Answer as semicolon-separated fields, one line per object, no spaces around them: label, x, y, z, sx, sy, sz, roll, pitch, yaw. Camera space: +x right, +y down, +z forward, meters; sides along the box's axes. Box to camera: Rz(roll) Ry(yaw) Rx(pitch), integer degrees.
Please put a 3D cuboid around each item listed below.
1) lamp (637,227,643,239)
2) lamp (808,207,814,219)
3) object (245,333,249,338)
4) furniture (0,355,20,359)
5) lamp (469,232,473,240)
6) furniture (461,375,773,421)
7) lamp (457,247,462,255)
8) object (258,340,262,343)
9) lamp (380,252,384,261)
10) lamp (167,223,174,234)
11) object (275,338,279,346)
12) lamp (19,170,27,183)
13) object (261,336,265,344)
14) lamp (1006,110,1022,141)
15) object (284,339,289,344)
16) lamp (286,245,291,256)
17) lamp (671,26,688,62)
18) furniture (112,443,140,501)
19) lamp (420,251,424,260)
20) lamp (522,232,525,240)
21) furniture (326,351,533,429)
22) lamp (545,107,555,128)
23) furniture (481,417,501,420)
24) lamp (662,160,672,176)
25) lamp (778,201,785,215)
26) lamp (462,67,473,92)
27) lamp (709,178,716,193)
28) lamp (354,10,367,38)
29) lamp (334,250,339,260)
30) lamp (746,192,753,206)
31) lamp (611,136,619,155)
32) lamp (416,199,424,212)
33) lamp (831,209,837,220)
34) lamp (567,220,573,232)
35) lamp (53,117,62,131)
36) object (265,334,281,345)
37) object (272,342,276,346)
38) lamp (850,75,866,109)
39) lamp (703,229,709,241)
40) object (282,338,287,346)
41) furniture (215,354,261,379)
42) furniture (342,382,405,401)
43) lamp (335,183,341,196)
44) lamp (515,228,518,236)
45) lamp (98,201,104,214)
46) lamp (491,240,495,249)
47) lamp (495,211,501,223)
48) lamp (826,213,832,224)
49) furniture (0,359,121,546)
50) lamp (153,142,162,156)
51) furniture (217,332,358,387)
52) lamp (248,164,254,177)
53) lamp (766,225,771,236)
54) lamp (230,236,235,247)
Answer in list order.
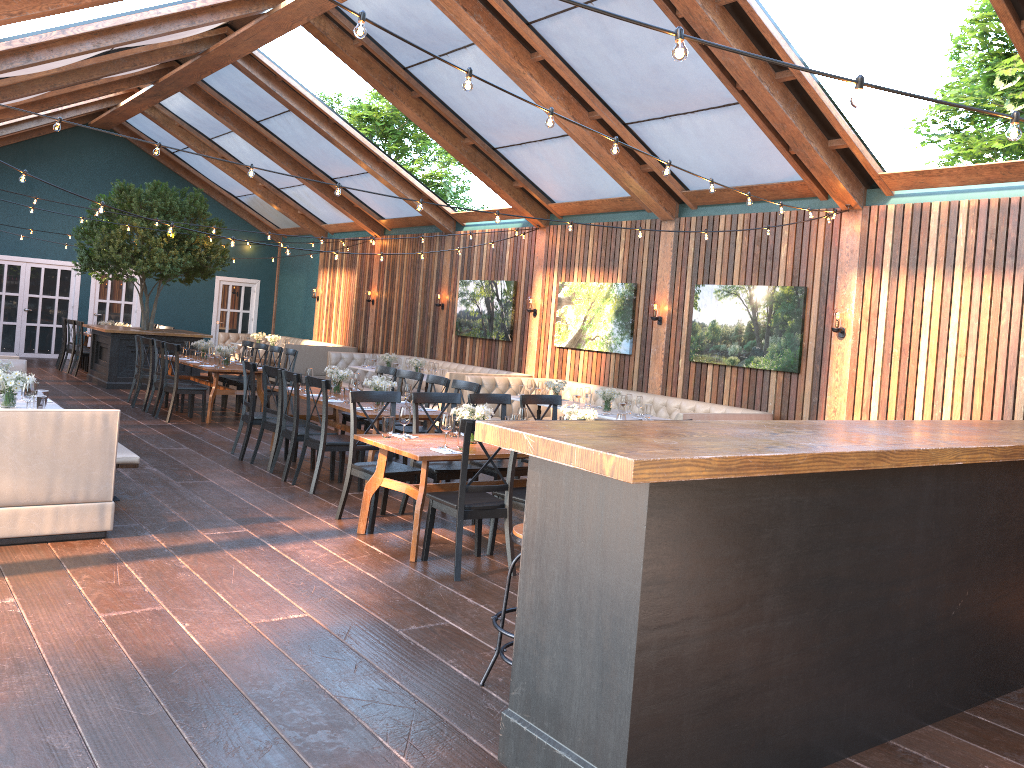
lamp;1.297;-1.530;8.942;0.056;0.121;0.056;5;1;-3
lamp;2.950;-1.687;8.728;0.061;0.119;0.056;4;1;-21
object;-6.072;-1.044;20.295;0.092;0.244;0.092;5;1;5
furniture;-7.256;-0.107;10.704;1.706;0.858;4.174;2;4;-37
lamp;-0.641;-2.314;13.815;0.056;0.120;0.056;5;1;6
furniture;1.194;0.539;11.381;1.706;0.858;4.174;2;4;-37
lamp;-0.754;-1.906;12.698;0.071;0.116;0.056;4;1;-15
object;-5.518;-0.891;19.365;0.092;0.158;0.091;6;1;39
lamp;-1.691;-1.653;11.507;0.056;0.121;0.056;5;1;40
lamp;-3.493;-1.593;9.047;0.056;0.120;0.056;5;1;13
object;-5.006;-0.855;18.833;0.092;0.244;0.092;5;1;11
lamp;-4.318;-1.835;7.809;0.056;0.119;0.059;5;1;-6
object;-5.483;-0.938;19.469;0.092;0.244;0.092;5;1;11
lamp;1.989;-1.022;3.501;0.056;0.121;0.056;5;1;22
object;-4.817;-0.844;18.894;0.092;0.244;0.092;5;1;11
lamp;-2.601;-1.553;10.287;0.056;0.120;0.056;4;1;-31
lamp;0.569;-1.150;2.988;0.056;0.120;0.056;5;1;19
furniture;-3.719;0.622;7.725;0.312;0.399;2.337;4;4;-37
lamp;-1.224;-1.759;12.106;0.056;0.120;0.056;5;1;-9
lamp;0.183;-2.319;13.848;0.056;0.119;0.062;5;1;36
furniture;-1.500;0.065;15.006;1.706;0.858;4.174;2;4;-37
lamp;0.221;-1.528;5.078;0.056;0.121;0.056;4;1;-18
furniture;0.285;0.742;10.721;0.312;0.399;2.337;4;4;-37
lamp;1.104;-1.541;6.310;0.056;0.120;0.056;4;1;-31
lamp;2.481;-1.618;8.139;0.059;0.119;0.056;5;1;6
lamp;-0.220;-1.535;4.462;0.056;0.121;0.056;4;1;-20
lamp;1.569;-1.551;6.921;0.056;0.120;0.056;5;1;9
lamp;-0.655;-1.561;3.837;0.056;0.121;0.056;4;1;-44
lamp;-2.163;-1.587;10.907;0.056;0.120;0.056;4;1;-18
lamp;2.023;-1.575;7.531;0.056;0.120;0.056;5;1;13
lamp;0.665;-1.533;5.693;0.056;0.121;0.056;5;1;-11
lamp;-0.855;-1.654;8.178;0.057;0.120;0.056;4;1;-43
lamp;3.402;-1.791;9.341;0.056;0.120;0.056;5;1;14
lamp;0.575;-1.554;8.700;0.059;0.119;0.056;5;1;33
lamp;-3.669;-2.098;7.141;0.056;0.114;0.075;4;1;-39
object;-5.226;-0.941;19.340;0.336;0.309;0.329;5;2;5
object;-5.041;-0.807;18.728;0.092;0.158;0.091;6;1;39
lamp;1.276;-1.074;3.254;0.056;0.121;0.056;5;1;15
lamp;2.019;-1.549;9.191;0.056;0.121;0.056;4;1;-21
object;-4.914;-0.867;19.109;0.092;0.244;0.092;5;1;11
furniture;-6.026;-0.368;19.212;0.312;0.399;2.337;4;4;-37
furniture;-2.408;0.268;14.343;0.312;0.399;2.337;4;4;-37
lamp;-1.557;-1.741;7.918;0.056;0.121;0.056;4;1;-22
lamp;0.077;-2.407;14.034;0.056;0.121;0.056;4;1;-15
lamp;-3.909;-1.681;8.423;0.056;0.120;0.056;4;1;-40
lamp;-0.282;-2.092;13.277;0.060;0.119;0.056;4;1;-14
lamp;-0.134;-1.592;8.438;0.056;0.121;0.056;5;1;21
lamp;3.456;-1.803;9.654;0.065;0.118;0.056;5;1;13
furniture;-4.555;0.368;7.071;1.706;0.858;4.174;2;4;-37
lamp;-2.968;-1.969;7.411;0.075;0.114;0.056;5;1;9
furniture;-5.099;-0.568;19.848;1.706;0.858;4.174;2;4;-37
lamp;-2.253;-1.847;7.648;0.056;0.120;0.056;5;1;29
lamp;2.738;-1.638;9.438;0.056;0.118;0.066;5;1;-8
lamp;-3.054;-1.554;9.672;0.056;0.121;0.056;4;1;-38
